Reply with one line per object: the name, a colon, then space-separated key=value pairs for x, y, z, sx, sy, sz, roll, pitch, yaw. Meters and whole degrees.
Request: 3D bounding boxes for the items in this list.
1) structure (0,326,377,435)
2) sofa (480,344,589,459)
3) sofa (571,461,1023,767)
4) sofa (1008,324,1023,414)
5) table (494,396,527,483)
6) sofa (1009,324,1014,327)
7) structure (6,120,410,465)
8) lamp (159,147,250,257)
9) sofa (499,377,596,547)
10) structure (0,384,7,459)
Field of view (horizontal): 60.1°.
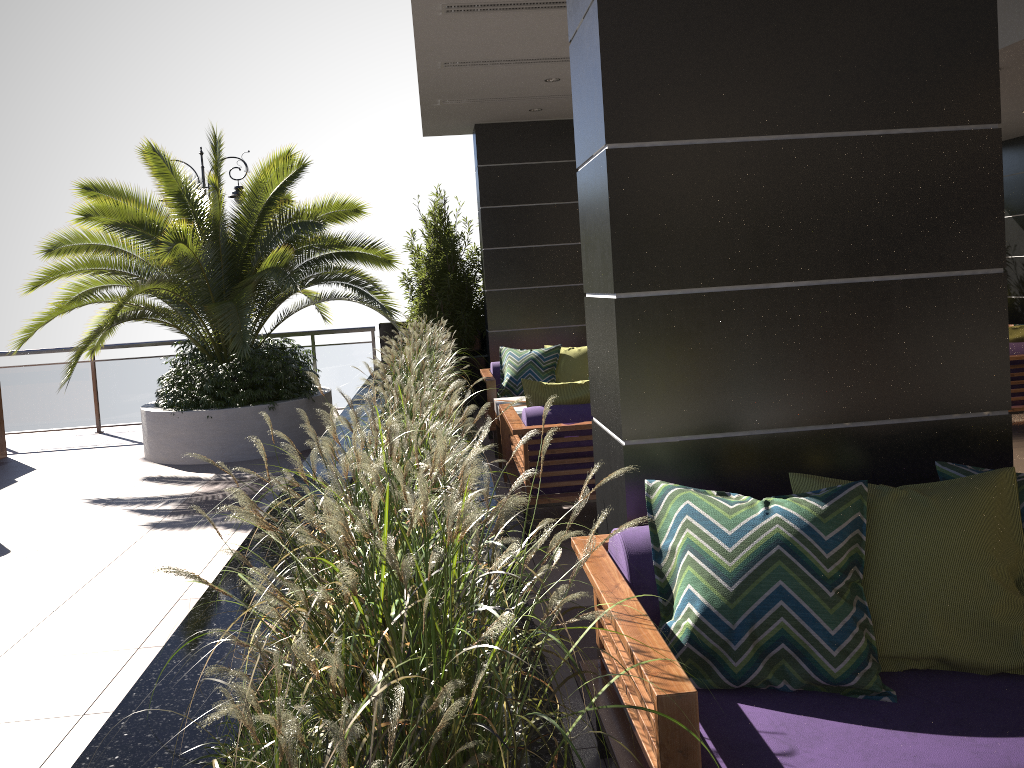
structure: x=-7.063 y=1.201 z=1.791 sx=12.920 sy=1.055 sz=17.573 roll=-4 pitch=6 yaw=-5
sofa: x=0.808 y=0.052 z=8.089 sx=2.126 sy=0.916 sz=1.124 roll=-4 pitch=5 yaw=-5
sofa: x=1.303 y=0.675 z=2.314 sx=2.126 sy=0.916 sz=1.124 roll=-4 pitch=5 yaw=-5
sofa: x=4.675 y=-0.122 z=7.425 sx=2.126 sy=0.916 sz=1.124 roll=-4 pitch=5 yaw=-5
table: x=0.921 y=0.369 z=6.844 sx=2.037 sy=0.552 sz=0.945 roll=-4 pitch=6 yaw=-5
sofa: x=4.456 y=-0.398 z=9.981 sx=2.126 sy=0.916 sz=1.124 roll=-4 pitch=5 yaw=-5
structure: x=-2.950 y=-1.001 z=8.985 sx=3.750 sy=3.292 sz=3.818 roll=0 pitch=6 yaw=38
lamp: x=-3.572 y=-1.156 z=10.553 sx=1.122 sy=3.317 sz=0.264 roll=-4 pitch=3 yaw=-5
sofa: x=1.027 y=0.328 z=5.533 sx=2.126 sy=0.916 sz=1.124 roll=-4 pitch=5 yaw=-5
structure: x=-7.511 y=0.310 z=8.708 sx=4.402 sy=1.324 sz=0.807 roll=-4 pitch=4 yaw=-5
